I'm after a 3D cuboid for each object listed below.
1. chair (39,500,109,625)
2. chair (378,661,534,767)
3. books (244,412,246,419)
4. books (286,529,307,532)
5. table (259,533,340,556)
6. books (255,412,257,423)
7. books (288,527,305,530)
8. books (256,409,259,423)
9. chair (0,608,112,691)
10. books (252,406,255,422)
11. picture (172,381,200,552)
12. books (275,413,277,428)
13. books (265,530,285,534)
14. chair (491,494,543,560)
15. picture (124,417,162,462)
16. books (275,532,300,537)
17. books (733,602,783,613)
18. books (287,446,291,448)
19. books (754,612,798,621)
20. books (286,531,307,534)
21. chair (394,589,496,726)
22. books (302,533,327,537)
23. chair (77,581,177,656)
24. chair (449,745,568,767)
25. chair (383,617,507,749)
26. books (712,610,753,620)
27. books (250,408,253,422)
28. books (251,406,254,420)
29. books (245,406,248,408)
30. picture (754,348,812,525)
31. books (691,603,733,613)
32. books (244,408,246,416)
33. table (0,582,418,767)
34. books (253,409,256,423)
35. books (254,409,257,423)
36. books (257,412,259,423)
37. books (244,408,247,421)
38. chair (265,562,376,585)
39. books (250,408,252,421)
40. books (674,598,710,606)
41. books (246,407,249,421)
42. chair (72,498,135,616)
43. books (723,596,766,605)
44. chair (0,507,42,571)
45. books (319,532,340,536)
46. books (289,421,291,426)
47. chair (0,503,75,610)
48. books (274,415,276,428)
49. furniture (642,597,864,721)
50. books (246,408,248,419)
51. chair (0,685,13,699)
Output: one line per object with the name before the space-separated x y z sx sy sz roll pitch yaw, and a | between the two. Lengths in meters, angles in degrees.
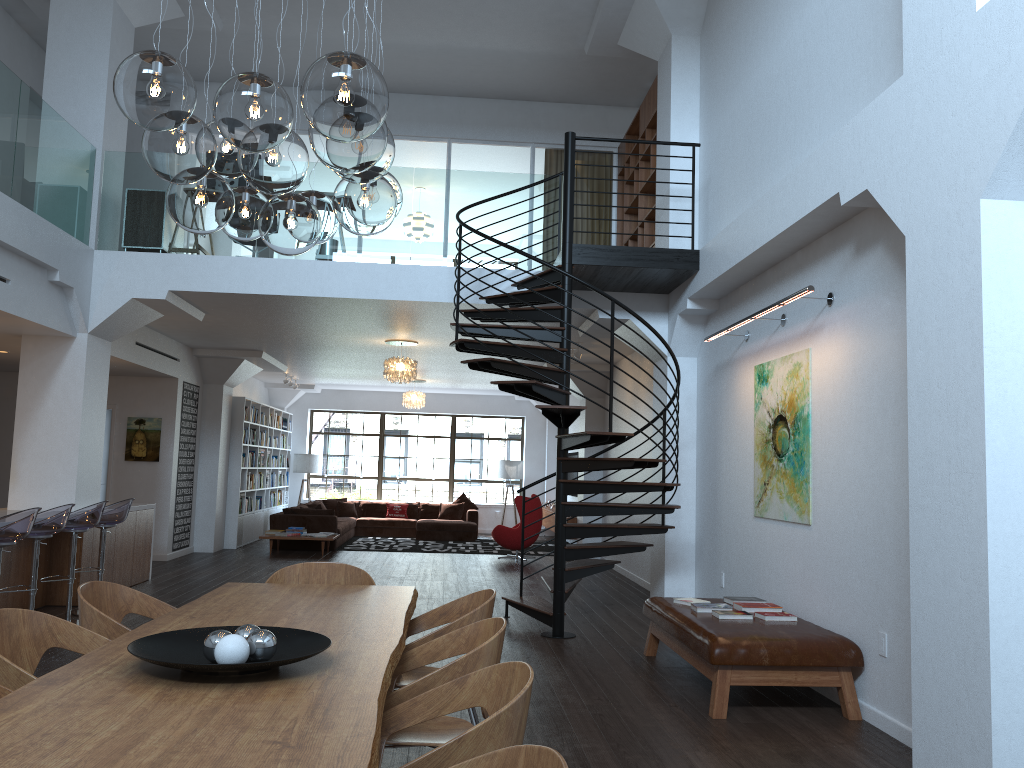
chair | -3.603 1.459 7.261 0.481 1.014 0.530 2 -6 -6
chair | -0.244 1.173 2.339 0.618 0.833 0.629 2 -6 -4
books | -4.423 0.495 14.411 0.167 0.210 0.162 2 -6 -4
books | -3.402 2.307 13.994 0.279 0.035 0.191 1 -6 6
table | -3.270 2.474 13.703 1.100 0.271 0.853 2 -6 -4
books | -4.472 0.556 15.218 0.174 0.243 0.085 2 -6 -4
books | -3.396 2.276 13.995 0.224 0.027 0.157 2 -6 1
books | -4.481 0.560 15.320 0.182 0.255 0.077 2 -6 -4
chair | -1.512 1.200 3.005 0.618 0.833 0.629 2 -6 -4
books | -4.470 0.515 15.030 0.197 0.290 0.136 2 -6 -4
picture | -4.699 1.181 12.811 0.021 2.380 0.800 2 -6 -4
books | -4.621 0.704 17.040 0.176 0.290 0.053 2 -6 -4
books | -3.710 2.321 13.906 0.241 0.045 0.334 2 -6 -3
chair | 0.089 2.234 13.984 0.801 1.006 0.798 0 -6 21
picture | -5.059 0.760 12.169 0.450 0.600 0.030 2 -6 -4
books | -3.438 2.303 13.583 0.236 0.035 0.340 0 -6 21
books | 1.697 1.546 6.127 0.283 0.043 0.197 2 -6 -5
books | -4.764 1.299 18.399 0.284 0.033 0.197 1 -6 11
books | 1.725 1.520 5.798 0.224 0.036 0.161 3 -6 -10
books | -3.398 2.343 13.987 0.312 0.037 0.216 3 -6 -14
chair | -0.371 1.316 3.859 0.617 0.830 0.629 2 -6 -4
books | -3.037 2.315 13.602 0.342 0.040 0.231 -2 -7 36
chair | -1.553 1.275 3.781 0.618 0.833 0.629 2 -6 -6
chair | -0.199 1.099 1.564 0.618 0.833 0.629 2 -6 -4
chair | -0.320 1.245 3.096 0.618 0.833 0.629 2 -6 -3
books | 1.441 1.511 5.804 0.224 0.032 0.161 2 -6 -4
books | -4.450 0.524 14.879 0.174 0.242 0.105 2 -6 -4
books | -4.461 0.508 14.968 0.176 0.293 0.125 2 -6 -4
books | -4.429 0.487 14.542 0.159 0.248 0.089 2 -6 -4
picture | 1.983 0.400 6.552 0.010 1.200 1.095 2 -6 -4
books | 1.364 1.532 6.063 0.247 0.040 0.185 2 -6 -1
books | -4.407 0.483 14.322 0.182 0.215 0.188 2 -6 -4
table | -0.863 1.227 2.654 1.012 0.750 3.803 2 -6 -4
books | -4.462 0.542 15.099 0.159 0.248 0.089 2 -6 -4
books | -4.462 0.544 15.132 0.182 0.253 0.098 2 -6 -4
books | -4.496 0.576 15.387 0.167 0.233 0.077 2 -6 -4
books | -4.419 0.496 14.477 0.161 0.218 0.101 2 -6 -4
chair | -1.007 1.368 4.570 0.629 0.833 0.618 3 -6 -9
books | -4.449 0.515 14.826 0.170 0.251 0.118 2 -6 -4
books | 1.291 1.566 6.376 0.161 0.031 0.223 4 -6 -26
books | -4.431 0.489 14.585 0.170 0.251 0.118 2 -6 -4
chair | -3.650 1.518 7.887 0.481 1.014 0.530 2 -6 -2
books | 1.692 1.579 6.445 0.254 0.044 0.183 3 -6 -9
chair | -3.498 1.339 6.002 0.481 1.014 0.530 2 -6 -2
books | -2.908 2.355 13.955 0.256 0.035 0.350 0 -6 21
books | -4.725 0.886 18.627 0.140 0.231 0.042 2 -6 -4
chair | -3.573 1.398 6.627 0.481 1.014 0.530 2 -6 -6
books | -4.613 0.719 16.956 0.171 0.246 0.057 2 -6 -4
furniture | 1.514 1.770 5.955 0.907 0.453 1.819 2 -6 -4
books | -4.419 0.497 14.511 0.161 0.222 0.084 2 -6 -4
chair | -1.455 1.128 2.247 0.618 0.833 0.629 2 -6 -4
